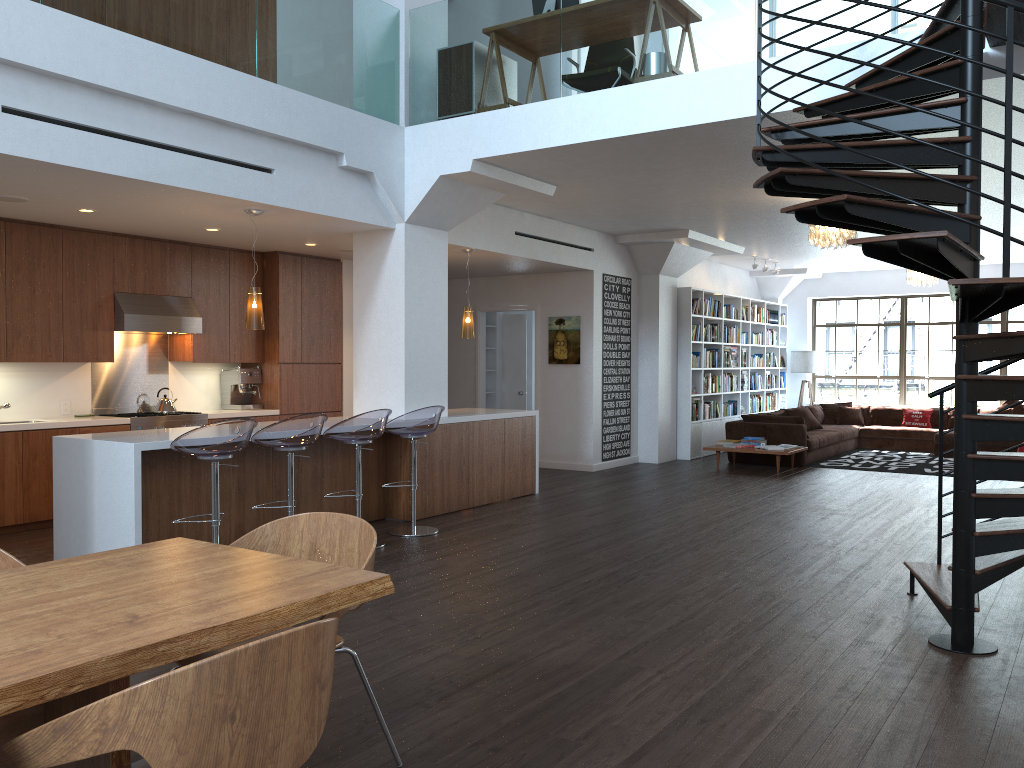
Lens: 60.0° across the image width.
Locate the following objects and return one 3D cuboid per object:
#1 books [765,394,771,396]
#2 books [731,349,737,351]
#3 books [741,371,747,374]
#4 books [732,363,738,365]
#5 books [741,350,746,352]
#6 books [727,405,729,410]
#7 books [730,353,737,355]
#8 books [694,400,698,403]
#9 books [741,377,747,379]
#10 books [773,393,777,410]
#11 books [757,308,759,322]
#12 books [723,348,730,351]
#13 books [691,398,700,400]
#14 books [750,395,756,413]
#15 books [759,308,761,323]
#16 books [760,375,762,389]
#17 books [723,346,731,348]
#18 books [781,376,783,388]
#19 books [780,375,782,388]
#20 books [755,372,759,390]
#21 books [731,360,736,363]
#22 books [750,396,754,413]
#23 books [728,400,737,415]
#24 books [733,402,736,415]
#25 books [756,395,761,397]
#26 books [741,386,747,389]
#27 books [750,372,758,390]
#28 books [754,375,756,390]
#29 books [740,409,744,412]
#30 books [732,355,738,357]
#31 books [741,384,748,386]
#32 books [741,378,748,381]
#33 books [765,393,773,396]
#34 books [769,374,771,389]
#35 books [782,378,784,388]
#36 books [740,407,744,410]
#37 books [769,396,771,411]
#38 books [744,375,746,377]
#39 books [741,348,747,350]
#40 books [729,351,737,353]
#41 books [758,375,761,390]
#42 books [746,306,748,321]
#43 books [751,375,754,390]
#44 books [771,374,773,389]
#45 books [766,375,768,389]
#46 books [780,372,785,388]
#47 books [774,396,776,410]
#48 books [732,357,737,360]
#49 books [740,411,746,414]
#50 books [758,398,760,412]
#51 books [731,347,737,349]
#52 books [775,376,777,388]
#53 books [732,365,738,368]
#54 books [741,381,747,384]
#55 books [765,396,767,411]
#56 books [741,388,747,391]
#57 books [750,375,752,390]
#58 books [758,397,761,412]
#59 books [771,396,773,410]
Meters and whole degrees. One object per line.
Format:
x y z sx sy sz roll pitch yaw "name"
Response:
4.424 0.318 15.486 0.198 0.284 0.066 1 2 34 "books"
3.444 -0.534 13.994 0.144 0.024 0.208 1 2 39 "books"
3.683 -0.190 14.350 0.129 0.041 0.185 -1 2 -42 "books"
3.431 -0.316 13.976 0.160 0.039 0.251 1 2 39 "books"
3.630 -0.529 14.262 0.223 0.031 0.161 1 2 34 "books"
3.298 0.415 13.756 0.120 0.167 0.020 1 2 34 "books"
3.430 -0.479 13.987 0.161 0.033 0.223 1 2 34 "books"
2.542 0.248 12.640 0.174 0.045 0.240 1 1 23 "books"
3.681 -0.105 14.370 0.223 0.032 0.161 1 2 34 "books"
4.616 0.309 15.756 0.176 0.290 0.053 1 2 34 "books"
4.052 -1.150 14.861 0.171 0.246 0.057 1 2 34 "books"
3.227 -0.526 13.644 0.174 0.045 0.240 1 2 33 "books"
2.537 0.212 12.617 0.223 0.027 0.161 1 2 43 "books"
3.976 0.331 14.784 0.176 0.290 0.053 1 2 33 "books"
4.096 -1.155 14.930 0.183 0.253 0.034 1 2 34 "books"
4.134 -0.031 15.016 0.159 0.248 0.089 1 2 34 "books"
3.221 -0.562 13.620 0.223 0.027 0.161 1 2 43 "books"
4.789 -0.034 15.978 0.161 0.213 0.118 1 2 34 "books"
4.735 -0.044 15.894 0.172 0.235 0.112 1 2 34 "books"
4.031 -0.050 14.863 0.176 0.293 0.125 1 2 34 "books"
3.408 -0.357 13.985 0.180 0.042 0.259 1 2 34 "books"
3.907 0.335 14.696 0.198 0.284 0.066 1 2 33 "books"
3.503 0.375 14.080 0.140 0.231 0.042 1 2 34 "books"
3.459 0.392 14.007 0.146 0.202 0.027 1 2 34 "books"
4.125 0.326 15.012 0.176 0.290 0.036 1 2 33 "books"
3.666 0.051 14.372 0.251 0.037 0.160 1 2 39 "books"
3.993 -0.048 14.813 0.197 0.290 0.136 1 2 34 "books"
3.949 -0.027 14.718 0.182 0.253 0.098 1 2 34 "books"
3.619 0.423 14.373 0.284 0.033 0.197 1 1 19 "books"
3.432 -0.443 13.979 0.183 0.042 0.253 1 2 34 "books"
3.676 0.012 14.394 0.259 0.040 0.180 1 2 34 "books"
3.672 -0.071 14.369 0.253 0.040 0.183 1 2 34 "books"
4.512 0.309 15.562 0.140 0.298 0.044 1 2 34 "books"
4.423 -0.043 15.454 0.160 0.251 0.036 1 2 34 "books"
4.813 -0.034 16.023 0.161 0.213 0.146 1 2 34 "books"
3.617 0.390 14.377 0.254 0.032 0.174 1 2 39 "books"
4.406 0.334 15.428 0.183 0.253 0.037 1 2 34 "books"
3.693 -0.133 14.344 0.161 0.026 0.223 1 1 23 "books"
3.634 -0.559 14.269 0.224 0.030 0.161 1 2 44 "books"
3.431 -0.509 14.014 0.223 0.027 0.161 1 1 23 "books"
4.085 -0.027 14.933 0.174 0.242 0.105 1 2 34 "books"
3.751 -1.141 14.412 0.160 0.251 0.039 1 2 34 "books"
3.898 -0.021 14.648 0.174 0.243 0.085 1 2 34 "books"
4.472 -0.045 15.522 0.183 0.253 0.042 1 2 34 "books"
4.314 -0.040 15.274 0.174 0.251 0.051 1 2 34 "books"
4.870 -0.076 16.105 0.176 0.290 0.053 1 2 34 "books"
4.572 0.332 15.686 0.171 0.246 0.057 1 2 34 "books"
3.428 -0.401 13.988 0.168 0.045 0.231 1 2 29 "books"
3.619 0.457 14.374 0.284 0.035 0.197 1 2 34 "books"
4.082 0.352 14.952 0.174 0.240 0.045 1 2 33 "books"
3.448 -0.567 13.987 0.185 0.043 0.129 -1 2 -42 "books"
4.596 -0.036 15.709 0.168 0.228 0.139 1 2 34 "books"
3.434 -0.277 13.977 0.171 0.039 0.246 1 2 34 "books"
3.680 -0.030 14.374 0.231 0.044 0.168 1 2 29 "books"
4.302 0.338 15.280 0.183 0.253 0.036 1 2 34 "books"
3.666 0.089 14.370 0.246 0.038 0.171 1 2 34 "books"
3.840 -0.025 14.564 0.182 0.255 0.077 1 2 34 "books"
4.113 0.345 14.978 0.183 0.253 0.034 1 2 33 "books"
4.469 0.335 15.531 0.189 0.247 0.057 1 2 34 "books"
